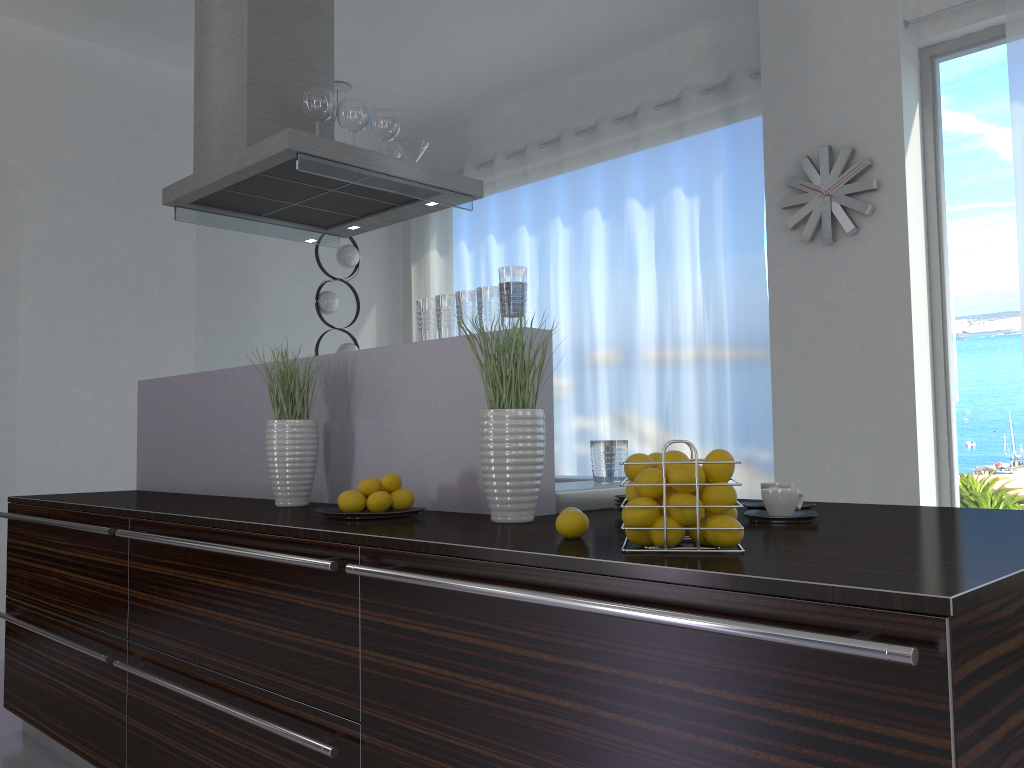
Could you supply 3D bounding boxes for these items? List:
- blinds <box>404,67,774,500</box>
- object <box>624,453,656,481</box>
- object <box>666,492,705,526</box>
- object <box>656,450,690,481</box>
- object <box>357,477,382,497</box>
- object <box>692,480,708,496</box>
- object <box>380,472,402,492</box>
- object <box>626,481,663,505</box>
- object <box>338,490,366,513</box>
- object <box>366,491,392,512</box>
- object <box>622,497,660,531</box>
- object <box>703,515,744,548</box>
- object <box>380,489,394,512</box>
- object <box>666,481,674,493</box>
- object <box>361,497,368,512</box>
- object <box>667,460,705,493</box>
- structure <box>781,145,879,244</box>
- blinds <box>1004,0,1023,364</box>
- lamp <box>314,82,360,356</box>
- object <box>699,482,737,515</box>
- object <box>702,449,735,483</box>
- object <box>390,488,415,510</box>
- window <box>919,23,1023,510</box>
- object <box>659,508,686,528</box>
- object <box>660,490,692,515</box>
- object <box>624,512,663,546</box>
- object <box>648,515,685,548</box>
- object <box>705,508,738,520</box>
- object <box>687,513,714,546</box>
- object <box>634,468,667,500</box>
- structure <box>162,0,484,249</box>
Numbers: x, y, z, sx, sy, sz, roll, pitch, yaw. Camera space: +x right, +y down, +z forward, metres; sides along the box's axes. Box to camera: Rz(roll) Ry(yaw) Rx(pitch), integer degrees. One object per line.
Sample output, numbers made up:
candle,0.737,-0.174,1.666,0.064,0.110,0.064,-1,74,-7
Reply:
blinds,0.264,-0.150,6.013,3.245,3.112,0.120,-4,-5,44
object,0.218,0.144,1.512,0.053,0.051,0.063,-1,-4,2
object,0.275,0.198,1.408,0.061,0.055,0.051,-2,-4,24
object,0.271,0.138,1.486,0.063,0.053,0.051,3,-5,-44
object,-0.344,0.249,2.140,0.053,0.047,0.061,3,-5,-42
object,0.314,0.168,1.476,0.055,0.051,0.061,-4,-5,39
object,-0.292,0.238,2.147,0.053,0.048,0.063,-2,-4,11
object,0.222,0.187,1.489,0.062,0.053,0.052,-2,-4,16
object,-0.380,0.281,2.109,0.070,0.058,0.060,-4,-5,43
object,-0.316,0.281,2.105,0.061,0.054,0.052,-2,-4,22
object,0.206,0.207,1.416,0.061,0.054,0.052,-2,-4,22
object,0.332,0.232,1.396,0.062,0.052,0.053,0,-4,-6
object,-0.309,0.285,2.163,0.071,0.060,0.057,3,-5,-44
object,0.271,0.185,1.517,0.051,0.053,0.064,3,-5,-43
object,-0.374,0.289,2.167,0.053,0.051,0.063,2,-5,-41
object,0.278,0.148,1.416,0.063,0.053,0.051,2,-4,-32
structure,1.619,-0.974,4.554,0.505,0.505,0.076,-4,-5,44
blinds,3.299,-0.387,3.024,2.830,3.112,0.120,-4,-5,44
lamp,-1.192,-0.879,6.066,0.180,2.370,0.367,-4,-5,38
object,0.331,0.184,1.425,0.061,0.054,0.053,-1,-4,1
object,0.337,0.136,1.448,0.050,0.060,0.059,-4,-5,44
object,-0.266,0.277,2.133,0.063,0.053,0.051,-1,-4,-5
window,3.202,-0.546,3.443,3.000,2.500,0.100,-4,-5,44
object,0.265,0.232,1.482,0.052,0.060,0.057,2,-5,-39
object,0.271,0.197,1.439,0.062,0.053,0.051,2,-5,-37
object,0.224,0.237,1.467,0.074,0.063,0.064,1,-4,-25
object,0.247,0.235,1.413,0.063,0.053,0.051,2,-5,-37
object,0.346,0.216,1.486,0.062,0.053,0.052,0,-4,-8
object,0.317,0.238,1.453,0.061,0.055,0.050,-1,-4,0
object,0.224,0.162,1.437,0.053,0.052,0.061,1,-4,-32
structure,-0.791,-1.308,3.701,0.981,1.231,0.915,-4,-5,44
